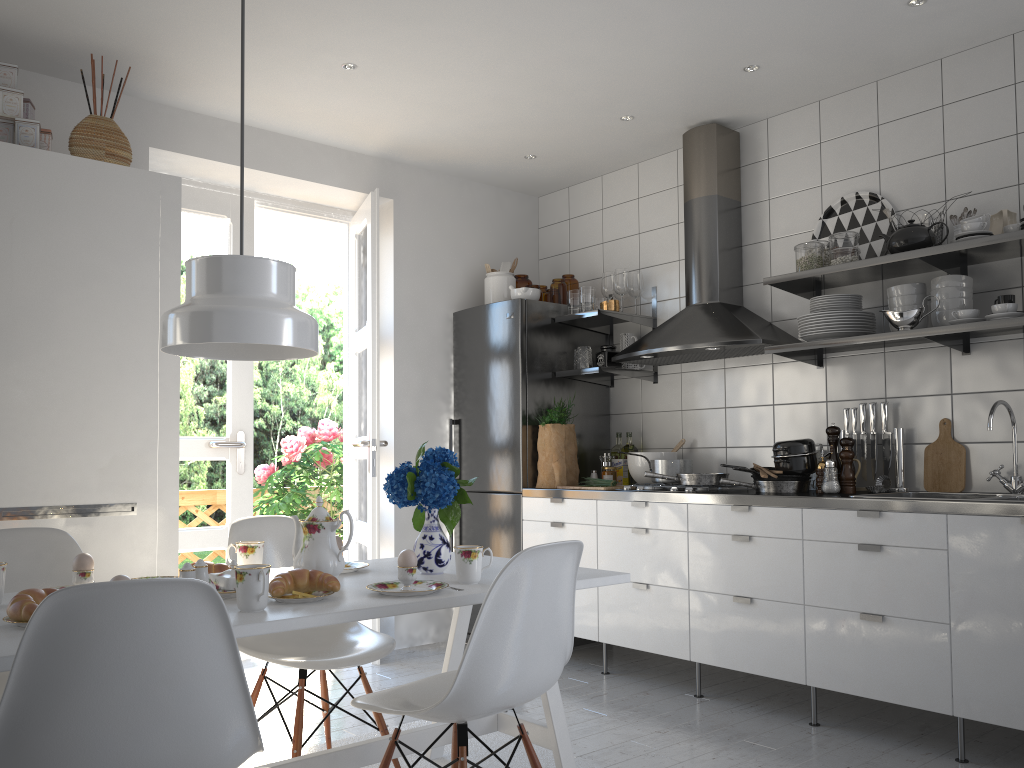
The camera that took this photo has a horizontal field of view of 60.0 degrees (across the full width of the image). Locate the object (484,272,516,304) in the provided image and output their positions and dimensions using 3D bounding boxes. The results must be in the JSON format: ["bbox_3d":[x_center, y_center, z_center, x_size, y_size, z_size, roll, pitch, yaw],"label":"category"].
[{"bbox_3d":[-0.065,-0.503,4.913,0.174,0.208,0.174,3,-5,-45],"label":"object"}]

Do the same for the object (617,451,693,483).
[{"bbox_3d":[0.687,0.395,4.224,0.348,0.153,0.200,0,-4,-1],"label":"object"}]

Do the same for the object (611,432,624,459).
[{"bbox_3d":[0.569,0.398,4.698,0.066,0.282,0.066,-3,-4,45],"label":"object"}]

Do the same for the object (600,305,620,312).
[{"bbox_3d":[0.500,-0.378,4.526,0.100,0.036,0.100,1,-5,-21],"label":"object"}]

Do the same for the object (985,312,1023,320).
[{"bbox_3d":[1.676,-0.224,3.013,0.121,0.021,0.121,3,-6,-36],"label":"object"}]

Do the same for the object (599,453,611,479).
[{"bbox_3d":[0.485,0.445,4.603,0.059,0.172,0.059,-1,-3,9],"label":"object"}]

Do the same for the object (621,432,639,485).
[{"bbox_3d":[0.618,0.392,4.633,0.082,0.281,0.090,2,-4,-40],"label":"object"}]

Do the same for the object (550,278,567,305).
[{"bbox_3d":[0.253,-0.489,4.798,0.093,0.153,0.093,1,-3,-18],"label":"object"}]

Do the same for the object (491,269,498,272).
[{"bbox_3d":[-0.090,-0.527,4.935,0.061,0.250,0.117,0,-3,-11],"label":"object"}]

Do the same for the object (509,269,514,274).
[{"bbox_3d":[-0.017,-0.528,4.921,0.050,0.246,0.115,-1,-3,14],"label":"object"}]

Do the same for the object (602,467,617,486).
[{"bbox_3d":[0.498,0.475,4.533,0.078,0.101,0.078,-2,-4,16],"label":"object"}]

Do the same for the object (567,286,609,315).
[{"bbox_3d":[0.392,-0.419,4.622,0.190,0.134,0.229,-4,-6,40],"label":"object"}]

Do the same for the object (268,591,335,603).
[{"bbox_3d":[-0.490,0.491,2.048,0.158,0.016,0.158,2,-6,-30],"label":"object"}]

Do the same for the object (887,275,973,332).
[{"bbox_3d":[1.601,-0.288,3.400,0.150,0.216,0.310,3,-5,-43],"label":"object"}]

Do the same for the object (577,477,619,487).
[{"bbox_3d":[0.400,0.478,4.297,0.142,0.053,0.277,2,-5,-25],"label":"object"}]

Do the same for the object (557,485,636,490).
[{"bbox_3d":[0.405,0.501,4.294,0.220,0.012,0.331,4,-6,-40],"label":"object"}]

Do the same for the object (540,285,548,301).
[{"bbox_3d":[0.165,-0.474,5.148,0.113,0.186,0.113,0,-3,-11],"label":"object"}]

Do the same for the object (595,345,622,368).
[{"bbox_3d":[0.493,-0.136,4.526,0.100,0.122,0.100,2,-4,-30],"label":"object"}]

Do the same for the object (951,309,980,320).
[{"bbox_3d":[1.607,-0.234,3.130,0.079,0.047,0.083,-4,-6,42],"label":"object"}]

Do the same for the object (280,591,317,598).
[{"bbox_3d":[-0.482,0.479,2.016,0.070,0.036,0.109,2,-5,-32],"label":"object"}]

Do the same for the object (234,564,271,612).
[{"bbox_3d":[-0.558,0.439,1.899,0.078,0.095,0.091,0,-4,-4],"label":"object"}]

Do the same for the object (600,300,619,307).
[{"bbox_3d":[0.498,-0.399,4.528,0.099,0.048,0.100,1,-5,-17],"label":"object"}]

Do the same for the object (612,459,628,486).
[{"bbox_3d":[0.563,0.462,4.618,0.044,0.140,0.077,2,-4,-40],"label":"object"}]

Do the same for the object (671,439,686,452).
[{"bbox_3d":[0.758,0.390,4.431,0.221,0.232,0.081,-1,-3,10],"label":"object"}]

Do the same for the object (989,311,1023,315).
[{"bbox_3d":[1.763,-0.241,3.155,0.121,0.023,0.121,-3,-6,30],"label":"object"}]

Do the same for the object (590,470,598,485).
[{"bbox_3d":[0.426,0.490,4.602,0.046,0.084,0.046,-2,-4,27],"label":"object"}]

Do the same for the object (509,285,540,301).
[{"bbox_3d":[0.077,-0.472,4.717,0.159,0.110,0.173,-5,-6,44],"label":"object"}]

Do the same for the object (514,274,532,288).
[{"bbox_3d":[0.054,-0.503,5.081,0.117,0.236,0.118,0,-3,-15],"label":"object"}]

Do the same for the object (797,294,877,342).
[{"bbox_3d":[1.323,-0.256,3.618,0.301,0.194,0.306,3,-5,-36],"label":"object"}]

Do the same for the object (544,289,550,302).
[{"bbox_3d":[0.227,-0.462,4.948,0.093,0.127,0.093,1,-4,-19],"label":"object"}]

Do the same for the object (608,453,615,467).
[{"bbox_3d":[0.511,0.450,4.663,0.059,0.172,0.059,-1,-3,9],"label":"object"}]

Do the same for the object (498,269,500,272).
[{"bbox_3d":[-0.041,-0.526,4.945,0.033,0.249,0.118,2,-4,-40],"label":"object"}]

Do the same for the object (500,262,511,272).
[{"bbox_3d":[-0.059,-0.548,4.923,0.064,0.289,0.141,-2,-3,23],"label":"object"}]

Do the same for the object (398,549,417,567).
[{"bbox_3d":[-0.254,0.434,2.155,0.048,0.063,0.048,2,-4,-36],"label":"object"}]

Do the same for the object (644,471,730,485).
[{"bbox_3d":[0.788,0.415,3.937,0.352,0.060,0.232,-3,-5,28],"label":"object"}]

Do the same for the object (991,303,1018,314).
[{"bbox_3d":[1.674,-0.245,3.013,0.083,0.047,0.079,2,-5,-28],"label":"object"}]

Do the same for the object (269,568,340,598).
[{"bbox_3d":[-0.490,0.463,2.067,0.161,0.057,0.124,2,-5,-26],"label":"object"}]

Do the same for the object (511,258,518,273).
[{"bbox_3d":[-0.014,-0.551,4.914,0.131,0.295,0.056,-2,-3,29],"label":"object"}]

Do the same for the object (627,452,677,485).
[{"bbox_3d":[0.705,0.431,4.448,0.247,0.175,0.248,-1,-4,0],"label":"object"}]

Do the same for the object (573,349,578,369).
[{"bbox_3d":[0.362,-0.123,4.652,0.086,0.119,0.086,1,-4,-30],"label":"object"}]

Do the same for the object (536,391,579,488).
[{"bbox_3d":[0.236,0.284,4.517,0.174,0.508,0.283,-3,-4,37],"label":"object"}]

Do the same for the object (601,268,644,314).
[{"bbox_3d":[0.582,-0.470,4.697,0.206,0.244,0.193,3,-5,-42],"label":"object"}]

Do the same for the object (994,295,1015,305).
[{"bbox_3d":[1.763,-0.275,3.163,0.055,0.078,0.071,-1,-4,10],"label":"object"}]

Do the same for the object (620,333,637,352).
[{"bbox_3d":[0.610,-0.214,4.665,0.083,0.100,0.109,0,-4,-6],"label":"object"}]

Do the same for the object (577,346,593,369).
[{"bbox_3d":[0.373,-0.132,4.553,0.086,0.119,0.086,3,-5,-44],"label":"object"}]

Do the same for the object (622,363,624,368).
[{"bbox_3d":[0.581,-0.111,4.699,0.108,0.100,0.083,-4,-5,39],"label":"object"}]

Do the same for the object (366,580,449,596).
[{"bbox_3d":[-0.253,0.497,2.151,0.201,0.016,0.201,3,-6,-35],"label":"object"}]

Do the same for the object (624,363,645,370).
[{"bbox_3d":[0.635,-0.117,4.636,0.108,0.100,0.083,-4,-5,39],"label":"object"}]

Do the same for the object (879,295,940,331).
[{"bbox_3d":[1.479,-0.254,3.302,0.210,0.134,0.102,-3,-4,32],"label":"object"}]

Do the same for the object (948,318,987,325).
[{"bbox_3d":[1.608,-0.213,3.130,0.121,0.021,0.121,4,-7,-43],"label":"object"}]

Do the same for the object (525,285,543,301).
[{"bbox_3d":[0.117,-0.473,4.968,0.113,0.154,0.113,0,-3,-12],"label":"object"}]

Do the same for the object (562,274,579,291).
[{"bbox_3d":[0.312,-0.502,4.888,0.097,0.194,0.097,2,-4,-41],"label":"object"}]

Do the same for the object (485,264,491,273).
[{"bbox_3d":[-0.112,-0.533,4.925,0.054,0.262,0.149,-2,-3,24],"label":"object"}]
